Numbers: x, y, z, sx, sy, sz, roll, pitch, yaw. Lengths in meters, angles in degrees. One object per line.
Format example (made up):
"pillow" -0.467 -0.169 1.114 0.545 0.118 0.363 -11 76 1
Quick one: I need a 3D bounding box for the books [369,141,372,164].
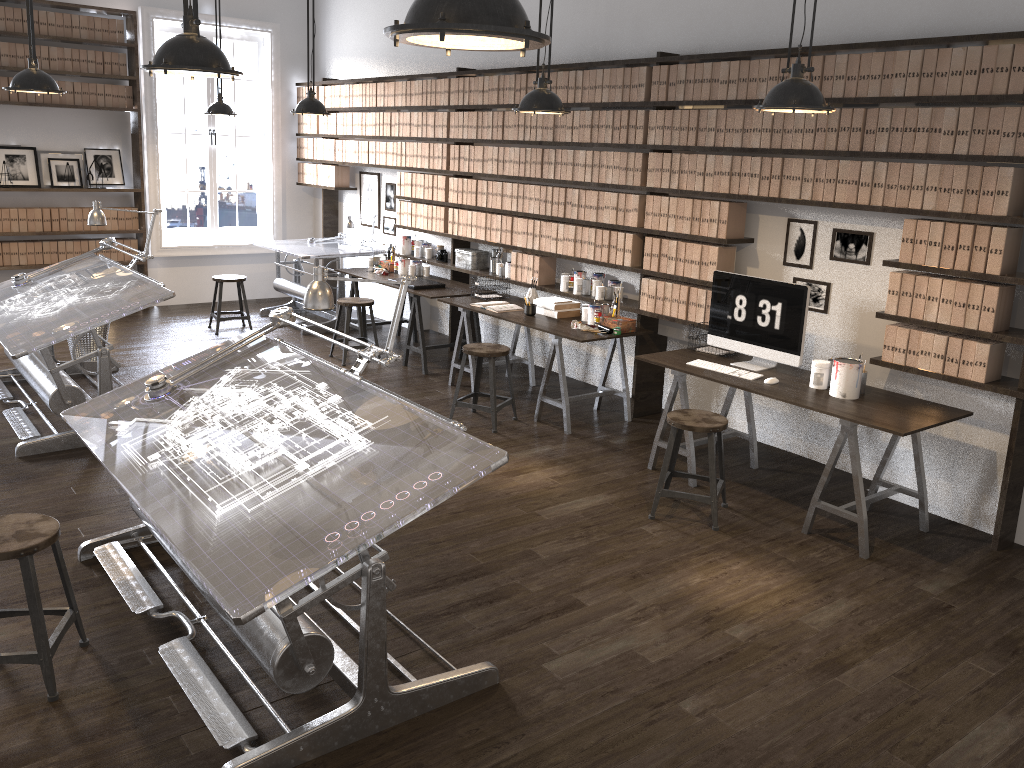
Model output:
"books" -1.327 -2.291 8.794 0.175 0.223 0.067 -8 16 -37

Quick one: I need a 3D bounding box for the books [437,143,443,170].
"books" -0.566 -2.007 7.824 0.175 0.223 0.067 -8 16 -37

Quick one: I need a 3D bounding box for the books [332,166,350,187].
"books" -1.830 -2.216 9.469 0.175 0.223 0.067 -8 16 -37

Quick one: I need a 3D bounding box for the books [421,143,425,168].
"books" -0.732 -2.071 8.039 0.175 0.223 0.067 -8 16 -37

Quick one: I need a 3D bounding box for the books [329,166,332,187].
"books" -1.871 -2.232 9.524 0.175 0.223 0.067 -8 16 -37

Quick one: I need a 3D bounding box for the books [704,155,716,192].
"books" 1.282 -1.304 5.491 0.175 0.223 0.067 -8 16 -37

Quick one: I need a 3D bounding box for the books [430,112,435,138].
"books" -0.634 -2.295 7.866 0.175 0.223 0.067 -8 16 -37

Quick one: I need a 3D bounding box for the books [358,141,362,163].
"books" -1.460 -2.340 8.958 0.175 0.223 0.067 -8 16 -37

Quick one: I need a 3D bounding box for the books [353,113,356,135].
"books" -1.526 -2.636 9.000 0.175 0.223 0.067 -8 16 -37

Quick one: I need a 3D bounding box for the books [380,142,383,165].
"books" -1.198 -2.241 8.630 0.175 0.223 0.067 -8 16 -37

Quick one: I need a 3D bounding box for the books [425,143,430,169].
"books" -0.695 -2.055 7.984 0.175 0.223 0.067 -8 16 -37

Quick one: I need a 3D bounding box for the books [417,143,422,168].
"books" -0.772 -2.085 8.086 0.175 0.223 0.067 -8 16 -37

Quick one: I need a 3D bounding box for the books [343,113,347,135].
"books" -1.650 -2.683 9.159 0.175 0.223 0.067 -8 16 -37

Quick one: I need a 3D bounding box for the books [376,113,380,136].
"books" -1.232 -2.522 8.620 0.175 0.223 0.067 -8 16 -37

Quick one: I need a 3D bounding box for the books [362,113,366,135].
"books" -1.401 -2.588 8.842 0.175 0.223 0.067 -8 16 -37

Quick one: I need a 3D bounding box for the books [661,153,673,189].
"books" 1.063 -1.386 5.762 0.175 0.223 0.067 -8 16 -37

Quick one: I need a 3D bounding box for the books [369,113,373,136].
"books" -1.317 -2.556 8.734 0.175 0.223 0.067 -8 16 -37

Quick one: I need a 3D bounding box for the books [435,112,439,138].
"books" -0.590 -2.280 7.817 0.175 0.223 0.067 -8 16 -37

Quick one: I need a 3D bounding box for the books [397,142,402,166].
"books" -0.991 -2.167 8.357 0.175 0.223 0.067 -8 16 -37

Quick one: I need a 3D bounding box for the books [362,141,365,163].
"books" -1.418 -2.325 8.909 0.175 0.223 0.067 -8 16 -37

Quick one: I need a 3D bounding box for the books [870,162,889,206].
"books" 1.964 -1.045 4.630 0.175 0.223 0.067 -8 16 -37

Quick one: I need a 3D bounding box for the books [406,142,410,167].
"books" -0.898 -2.135 8.252 0.175 0.223 0.067 -8 16 -37

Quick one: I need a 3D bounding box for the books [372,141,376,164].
"books" -1.288 -2.274 8.737 0.175 0.223 0.067 -8 16 -37

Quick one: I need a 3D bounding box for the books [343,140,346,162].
"books" -1.671 -2.421 9.226 0.175 0.223 0.067 -8 16 -37

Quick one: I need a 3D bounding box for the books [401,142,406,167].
"books" -0.944 -2.151 8.303 0.175 0.223 0.067 -8 16 -37

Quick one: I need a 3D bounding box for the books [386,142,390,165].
"books" -1.117 -2.210 8.526 0.175 0.223 0.067 -8 16 -37

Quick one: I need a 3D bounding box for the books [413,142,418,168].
"books" -0.818 -2.102 8.141 0.175 0.223 0.067 -8 16 -37

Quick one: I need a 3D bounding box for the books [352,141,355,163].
"books" -1.546 -2.371 9.060 0.175 0.223 0.067 -8 16 -37

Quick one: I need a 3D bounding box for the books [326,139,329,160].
"books" -1.902 -2.515 9.517 0.175 0.223 0.067 -8 16 -37

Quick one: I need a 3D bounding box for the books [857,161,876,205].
"books" 1.917 -1.061 4.684 0.175 0.223 0.067 -8 16 -37

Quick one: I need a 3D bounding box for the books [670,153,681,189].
"books" 1.110 -1.369 5.709 0.175 0.223 0.067 -8 16 -37

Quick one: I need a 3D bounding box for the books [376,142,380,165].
"books" -1.241 -2.258 8.685 0.175 0.223 0.067 -8 16 -37

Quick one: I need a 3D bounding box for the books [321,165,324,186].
"books" -1.996 -2.278 9.675 0.175 0.223 0.067 -8 16 -37

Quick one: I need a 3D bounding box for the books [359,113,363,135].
"books" -1.447 -2.604 8.894 0.175 0.223 0.067 -8 16 -37

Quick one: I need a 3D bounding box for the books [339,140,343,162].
"books" -1.717 -2.436 9.278 0.175 0.223 0.067 -8 16 -37

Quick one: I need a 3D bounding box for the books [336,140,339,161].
"books" -1.765 -2.456 9.342 0.175 0.223 0.067 -8 16 -37

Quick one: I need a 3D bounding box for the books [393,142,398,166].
"books" -1.038 -2.178 8.420 0.175 0.223 0.067 -8 16 -37

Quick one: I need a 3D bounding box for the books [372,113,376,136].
"books" -1.276 -2.538 8.676 0.175 0.223 0.067 -8 16 -37

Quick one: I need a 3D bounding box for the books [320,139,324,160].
"books" -1.988 -2.547 9.623 0.175 0.223 0.067 -8 16 -37

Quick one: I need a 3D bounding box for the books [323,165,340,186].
"books" -1.956 -2.263 9.627 0.175 0.223 0.067 -8 16 -37

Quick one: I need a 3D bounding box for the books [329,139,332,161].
"books" -1.857 -2.498 9.458 0.175 0.223 0.067 -8 16 -37

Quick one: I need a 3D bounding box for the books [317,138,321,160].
"books" -2.035 -2.564 9.676 0.175 0.223 0.067 -8 16 -37

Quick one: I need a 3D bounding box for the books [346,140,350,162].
"books" -1.627 -2.405 9.173 0.175 0.223 0.067 -8 16 -37

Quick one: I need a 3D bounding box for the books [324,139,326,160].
"books" -1.943 -2.532 9.571 0.175 0.223 0.067 -8 16 -37

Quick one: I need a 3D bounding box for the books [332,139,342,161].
"books" -1.822 -2.483 9.407 0.175 0.223 0.067 -8 16 -37

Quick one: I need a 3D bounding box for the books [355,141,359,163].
"books" -1.502 -2.354 9.004 0.175 0.223 0.067 -8 16 -37

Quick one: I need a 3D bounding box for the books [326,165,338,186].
"books" -1.919 -2.247 9.573 0.175 0.223 0.067 -8 16 -37

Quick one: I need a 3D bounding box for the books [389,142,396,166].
"books" -1.080 -2.195 8.477 0.175 0.223 0.067 -8 16 -37

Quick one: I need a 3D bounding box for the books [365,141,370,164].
"books" -1.377 -2.307 8.848 0.175 0.223 0.067 -8 16 -37

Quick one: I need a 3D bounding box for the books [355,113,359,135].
"books" -1.489 -2.621 8.951 0.175 0.223 0.067 -8 16 -37

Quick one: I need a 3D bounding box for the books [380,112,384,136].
"books" -1.190 -2.508 8.574 0.175 0.223 0.067 -8 16 -37

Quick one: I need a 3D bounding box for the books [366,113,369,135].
"books" -1.357 -2.572 8.790 0.175 0.223 0.067 -8 16 -37

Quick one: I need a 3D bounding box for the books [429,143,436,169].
"books" -0.650 -2.040 7.936 0.175 0.223 0.067 -8 16 -37

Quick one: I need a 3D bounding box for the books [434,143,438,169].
"books" -0.606 -2.024 7.881 0.175 0.223 0.067 -8 16 -37

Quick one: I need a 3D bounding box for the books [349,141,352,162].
"books" -1.587 -2.388 9.117 0.175 0.223 0.067 -8 16 -37

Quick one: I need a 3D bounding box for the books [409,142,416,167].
"books" -0.857 -2.118 8.197 0.175 0.223 0.067 -8 16 -37

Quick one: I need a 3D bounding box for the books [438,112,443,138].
"books" -0.553 -2.265 7.768 0.175 0.223 0.067 -8 16 -37

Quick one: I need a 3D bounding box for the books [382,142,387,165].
"books" -1.162 -2.225 8.575 0.175 0.223 0.067 -8 16 -37
